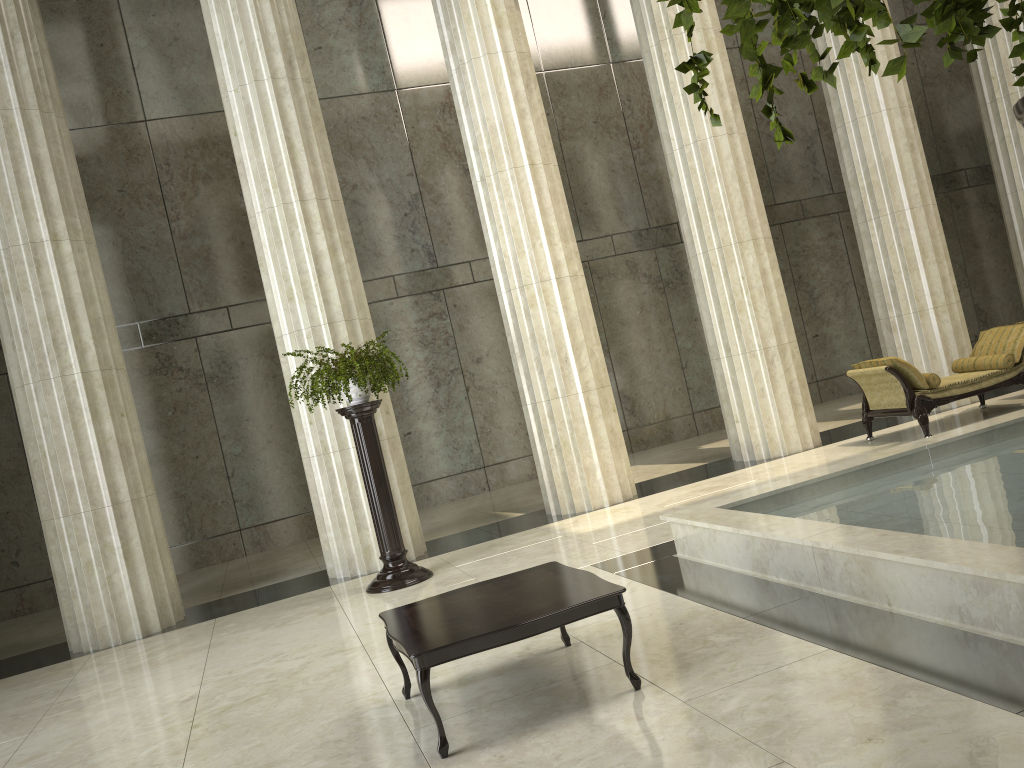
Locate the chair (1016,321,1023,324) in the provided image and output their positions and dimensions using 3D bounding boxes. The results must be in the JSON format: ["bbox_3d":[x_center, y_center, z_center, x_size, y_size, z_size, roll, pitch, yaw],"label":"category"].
[{"bbox_3d":[7.315,-0.549,10.893,2.172,0.950,0.993,-13,0,-17],"label":"chair"}]

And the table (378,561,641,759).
[{"bbox_3d":[-0.043,1.369,4.604,1.123,0.494,1.134,-13,0,-18],"label":"table"}]

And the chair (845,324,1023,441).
[{"bbox_3d":[5.013,-0.017,10.183,2.172,0.950,0.993,-13,0,-17],"label":"chair"}]

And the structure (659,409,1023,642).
[{"bbox_3d":[7.130,-0.107,6.777,11.573,0.508,3.754,-13,0,-17],"label":"structure"}]

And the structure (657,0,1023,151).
[{"bbox_3d":[0.817,0.182,0.830,1.053,2.386,1.159,-13,0,13],"label":"structure"}]

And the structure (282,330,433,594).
[{"bbox_3d":[-1.337,0.715,8.388,1.159,2.386,1.053,-13,0,13],"label":"structure"}]
